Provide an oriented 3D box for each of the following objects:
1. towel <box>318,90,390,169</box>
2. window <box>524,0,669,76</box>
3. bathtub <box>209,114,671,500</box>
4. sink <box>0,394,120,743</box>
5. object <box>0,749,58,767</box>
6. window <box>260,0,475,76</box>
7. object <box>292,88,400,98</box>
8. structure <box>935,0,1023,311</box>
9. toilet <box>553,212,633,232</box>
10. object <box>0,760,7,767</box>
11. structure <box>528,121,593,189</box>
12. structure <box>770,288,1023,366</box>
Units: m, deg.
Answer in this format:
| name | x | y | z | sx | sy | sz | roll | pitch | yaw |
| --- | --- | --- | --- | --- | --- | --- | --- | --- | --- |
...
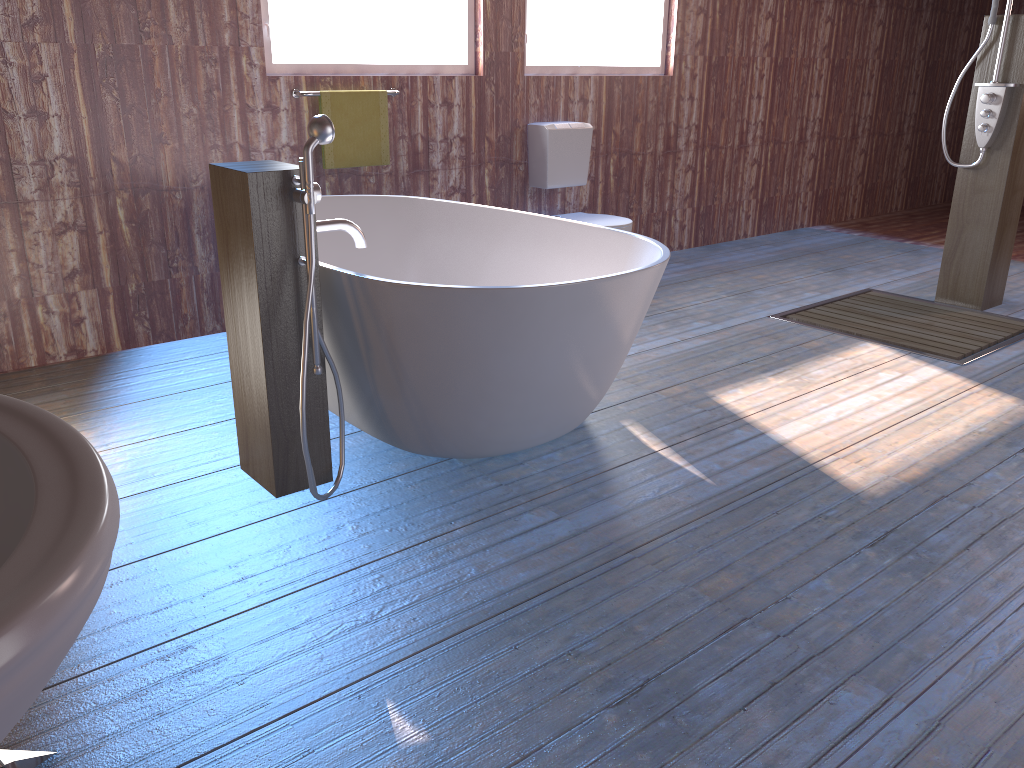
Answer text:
| name | x | y | z | sx | sy | sz | roll | pitch | yaw |
| --- | --- | --- | --- | --- | --- | --- | --- | --- | --- |
| towel | -0.767 | -1.248 | 4.345 | 0.370 | 0.361 | 0.032 | -15 | 25 | -37 |
| window | 0.502 | -2.167 | 5.345 | 1.255 | 0.587 | 0.054 | -15 | 25 | -37 |
| bathtub | -0.322 | -0.470 | 3.307 | 1.460 | 1.109 | 1.935 | -6 | 21 | -17 |
| sink | -0.528 | 0.446 | 0.708 | 0.475 | 1.143 | 0.582 | -16 | 25 | -38 |
| object | -0.919 | 0.318 | 1.429 | 0.126 | 0.871 | 0.206 | 1 | 20 | 3 |
| window | -0.698 | -1.846 | 4.423 | 1.255 | 0.587 | 0.054 | -15 | 25 | -37 |
| object | -0.785 | -1.415 | 4.317 | 0.581 | 0.043 | 0.091 | -15 | 25 | -37 |
| structure | 2.454 | -1.465 | 4.529 | 0.522 | 2.209 | 0.328 | -6 | 21 | -18 |
| toilet | 0.450 | -0.770 | 5.187 | 0.375 | 0.400 | 0.534 | -15 | 25 | -37 |
| object | -0.834 | 0.348 | 1.312 | 0.136 | 0.846 | 0.062 | 12 | 23 | 29 |
| structure | 0.282 | -1.346 | 5.208 | 0.358 | 0.363 | 0.182 | -15 | 25 | -37 |
| structure | 2.041 | -0.297 | 4.564 | 1.000 | 0.067 | 1.000 | -16 | 25 | -38 |
